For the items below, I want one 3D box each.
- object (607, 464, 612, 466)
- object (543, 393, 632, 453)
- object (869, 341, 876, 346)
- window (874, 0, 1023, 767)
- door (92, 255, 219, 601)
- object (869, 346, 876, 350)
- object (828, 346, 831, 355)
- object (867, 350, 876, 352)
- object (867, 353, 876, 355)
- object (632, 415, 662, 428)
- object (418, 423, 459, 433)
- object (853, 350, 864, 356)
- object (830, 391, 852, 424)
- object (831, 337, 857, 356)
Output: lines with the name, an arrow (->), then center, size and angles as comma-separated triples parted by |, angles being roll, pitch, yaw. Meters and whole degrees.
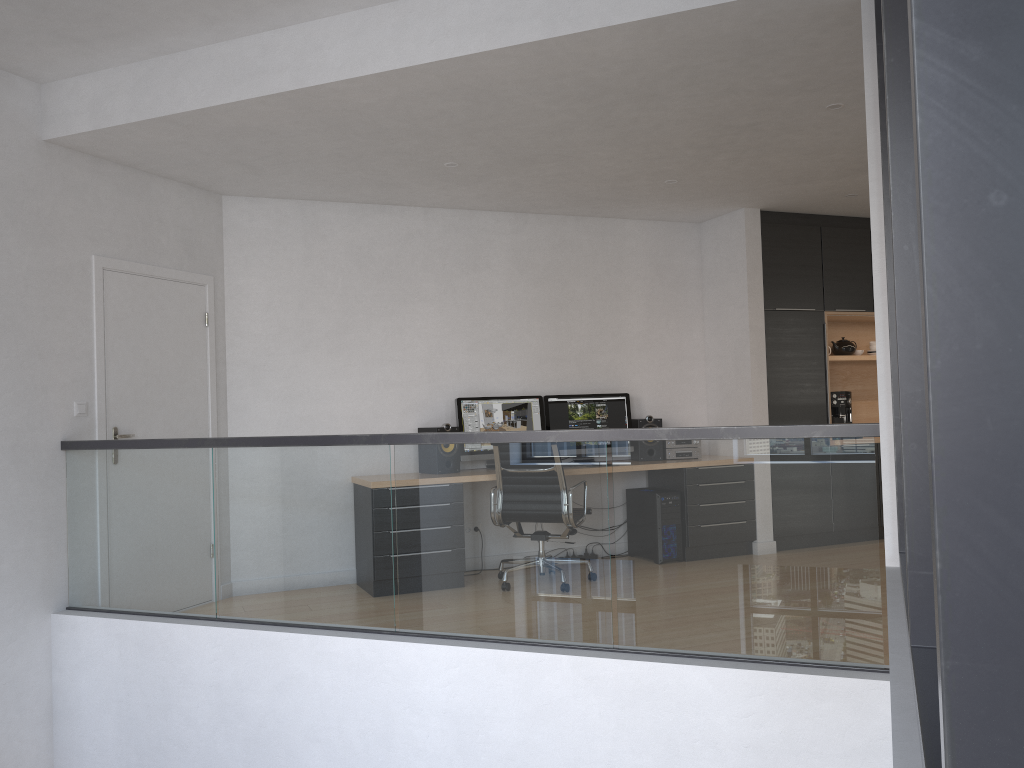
object -> 0.645, 0.603, 6.573 | 0.250, 0.002, 0.200 | -1, -2, -23
object -> 0.586, 0.347, 6.874 | 0.716, 0.535, 0.190 | -1, -2, -18
object -> 3.245, -0.347, 7.928 | 0.095, 0.075, 0.098 | -2, -2, -11
window -> 0.433, -0.596, 0.784 | 0.170, 2.402, 5.002 | -3, -2, 22
door -> -2.136, 0.348, 5.408 | 0.085, 2.136, 0.974 | -3, -2, 22
object -> 3.248, -0.313, 7.931 | 0.095, 0.057, 0.099 | -3, -2, 40
object -> 2.617, -0.288, 7.698 | 0.297, 0.105, 0.112 | -1, -2, -21
object -> 3.247, -0.288, 7.926 | 0.145, 0.025, 0.145 | -1, -2, -36
object -> 3.248, -0.264, 7.926 | 0.145, 0.025, 0.145 | -1, -2, -36
object -> 1.065, 0.425, 7.025 | 0.198, 0.354, 0.249 | -2, -2, -8
object -> -0.521, 0.460, 6.356 | 0.198, 0.354, 0.249 | -1, -2, -38
object -> 3.111, -0.274, 7.969 | 0.099, 0.057, 0.095 | -3, -2, 25
object -> 2.829, 0.262, 7.605 | 0.618, 0.398, 0.584 | -1, -2, -22
object -> 2.933, -0.329, 7.836 | 0.240, 0.171, 0.213 | -2, -2, 14
